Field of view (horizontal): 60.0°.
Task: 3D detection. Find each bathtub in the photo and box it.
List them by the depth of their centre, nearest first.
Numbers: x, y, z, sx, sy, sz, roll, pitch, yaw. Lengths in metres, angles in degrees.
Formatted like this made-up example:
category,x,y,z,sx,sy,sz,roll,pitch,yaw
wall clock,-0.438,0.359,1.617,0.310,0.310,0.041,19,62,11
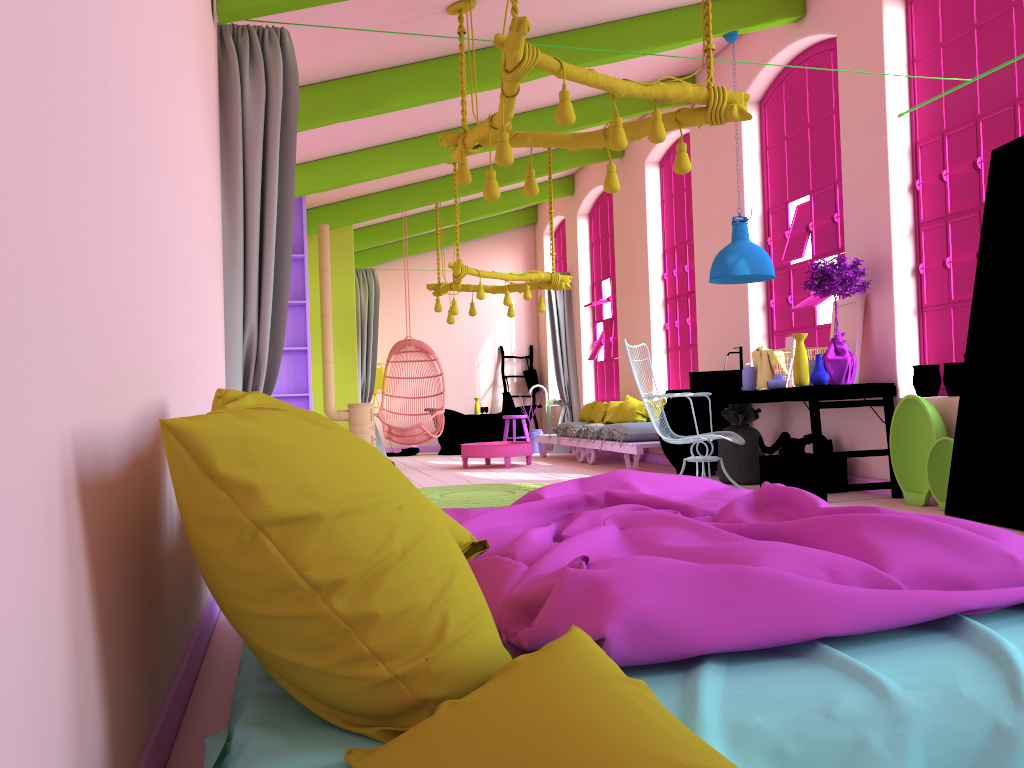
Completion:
category,x,y,z,sx,sy,sz,roll,pitch,yaw
bathtub,-0.435,0.720,14.029,1.889,0.740,0.826,-2,-1,-14

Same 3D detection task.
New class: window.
category,x,y,z,sx,sy,sz,roll,pitch,yaw
window,3.035,-1.435,5.770,0.072,3.047,1.275,-2,-1,-14
window,2.575,-1.369,7.632,0.492,3.003,1.497,-2,-1,-14
window,1.972,-1.303,10.018,0.072,3.047,1.275,-2,-1,-14
window,1.378,-1.220,12.398,0.551,3.009,1.514,-2,-1,-14
window,0.913,-1.172,14.249,0.072,3.047,1.275,-2,-1,-14

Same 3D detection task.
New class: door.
category,x,y,z,sx,sy,sz,roll,pitch,yaw
door,2.826,-0.330,4.789,0.450,2.210,1.153,-2,-1,-4

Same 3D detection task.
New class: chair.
category,x,y,z,sx,sy,sz,roll,pitch,yaw
chair,1.412,0.254,7.001,0.925,1.238,1.078,-2,-1,21
chair,-1.288,-0.805,10.951,0.860,3.129,0.806,-2,-1,6
chair,0.034,0.756,13.005,0.446,0.593,0.472,-3,-1,45

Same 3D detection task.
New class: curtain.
category,x,y,z,sx,sy,sz,roll,pitch,yaw
curtain,-1.268,-0.490,4.415,0.518,2.785,0.525,-2,-1,-33
curtain,-2.066,-0.292,12.562,0.518,2.785,0.525,-2,-1,-33
curtain,0.787,-0.321,13.268,0.518,2.785,0.525,-2,-1,5

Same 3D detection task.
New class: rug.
category,x,y,z,sx,sy,sz,roll,pitch,yaw
rug,-0.275,0.906,7.037,1.888,0.050,1.889,-1,-1,-27

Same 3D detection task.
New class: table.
category,x,y,z,sx,sy,sz,roll,pitch,yaw
table,2.153,0.437,7.221,0.655,0.820,2.193,-2,-1,-14
table,-0.182,0.867,10.831,0.885,0.285,0.885,-2,-1,12

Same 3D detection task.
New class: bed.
category,x,y,z,sx,sy,sz,roll,pitch,yaw
bed,0.612,0.546,2.571,2.802,0.514,3.577,-2,-1,-14

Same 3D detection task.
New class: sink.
category,x,y,z,sx,sy,sz,roll,pitch,yaw
sink,1.813,-0.029,7.814,0.340,0.194,0.609,-2,-1,-14

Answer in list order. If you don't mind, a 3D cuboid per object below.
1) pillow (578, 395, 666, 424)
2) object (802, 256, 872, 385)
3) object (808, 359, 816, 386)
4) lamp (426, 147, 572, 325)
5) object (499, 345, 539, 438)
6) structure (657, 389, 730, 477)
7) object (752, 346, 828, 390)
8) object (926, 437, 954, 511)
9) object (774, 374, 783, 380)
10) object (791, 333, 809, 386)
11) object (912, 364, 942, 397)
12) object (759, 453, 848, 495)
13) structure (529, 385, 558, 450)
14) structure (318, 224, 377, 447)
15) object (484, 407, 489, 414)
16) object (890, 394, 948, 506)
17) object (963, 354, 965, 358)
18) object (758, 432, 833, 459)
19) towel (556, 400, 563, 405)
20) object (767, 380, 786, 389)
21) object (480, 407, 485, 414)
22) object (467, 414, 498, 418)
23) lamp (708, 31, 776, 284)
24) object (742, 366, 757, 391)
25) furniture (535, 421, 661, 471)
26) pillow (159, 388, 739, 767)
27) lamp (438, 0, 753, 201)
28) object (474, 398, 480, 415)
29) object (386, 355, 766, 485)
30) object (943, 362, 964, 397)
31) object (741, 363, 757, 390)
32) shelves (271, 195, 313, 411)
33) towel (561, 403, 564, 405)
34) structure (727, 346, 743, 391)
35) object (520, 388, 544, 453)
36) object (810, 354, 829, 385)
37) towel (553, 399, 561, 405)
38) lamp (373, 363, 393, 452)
category,x,y,z,sx,sy,sz,roll,pitch,yaw
pillow,1.268,0.344,10.993,0.578,0.399,1.998,-2,-1,-14
object,2.365,-0.463,6.474,0.503,0.950,0.441,-3,-1,36
object,2.236,-0.081,6.562,0.109,0.197,0.109,-2,-1,23
lamp,-0.409,-1.854,10.789,1.610,2.264,1.776,-1,-1,-32
object,0.138,0.218,14.937,0.603,1.764,0.410,-2,-1,-14
structure,1.787,0.472,8.686,0.718,0.844,0.718,-3,-1,43
object,2.213,-0.138,7.221,0.444,0.369,0.633,-2,-1,-14
object,2.746,0.557,5.515,0.137,0.462,0.284,-2,-1,-29
object,2.101,-0.018,6.985,0.065,0.118,0.065,-3,-1,35
object,2.102,-0.175,6.458,0.116,0.383,0.116,-1,-1,-40
object,2.869,-0.021,6.133,0.182,0.222,0.182,-1,-1,-37
object,2.263,0.698,6.912,0.446,0.277,0.522,-2,-1,-14
structure,0.534,0.537,14.255,0.452,1.061,0.254,-2,-1,29
structure,-1.815,-0.359,9.945,0.577,2.814,0.403,-2,-1,3
object,-0.403,0.447,14.009,0.069,0.170,0.069,-2,-1,5
object,2.733,0.431,5.853,0.218,0.733,0.451,-2,-1,-14
object,2.995,-0.061,5.643,0.223,0.272,0.223,-2,-1,-27
object,2.256,0.608,7.061,0.300,0.448,0.672,-1,-1,-38
towel,0.851,0.281,14.193,0.247,0.102,0.262,-2,-1,-23
object,2.059,0.006,6.905,0.137,0.076,0.076,-2,-1,6
object,-0.460,0.445,13.827,0.069,0.170,0.069,-2,-1,5
object,-0.474,0.510,14.024,0.360,0.068,1.324,-2,-1,-14
lamp,1.817,-1.838,7.149,0.529,2.002,0.529,-2,-1,18
object,1.964,-0.044,7.341,0.109,0.197,0.109,-2,-1,-22
furniture,1.137,0.710,10.868,0.907,0.507,3.777,-2,-1,-14
pillow,-0.387,0.406,2.058,0.848,0.822,2.618,-2,-1,-24
lamp,0.210,-2.196,5.236,1.610,2.264,1.776,-1,-1,-32
object,-0.548,0.378,13.976,0.097,0.321,0.097,-2,-1,-3
object,-0.027,0.221,11.066,2.826,1.580,7.867,-2,-1,-13
object,2.942,-0.030,5.845,0.182,0.222,0.182,-1,-1,-32
object,2.071,-0.066,7.639,0.165,0.250,0.411,-2,-1,21
shelves,-2.971,-0.474,8.895,1.841,3.104,0.384,-2,-1,-14
towel,0.915,0.273,13.931,0.262,0.102,0.247,-2,-1,-18
structure,1.984,-0.132,7.885,0.166,0.396,0.087,-2,-1,-5
object,0.332,0.554,13.436,0.451,0.987,0.277,-2,-1,30
object,2.172,-0.101,6.270,0.132,0.219,0.132,-2,-1,3
towel,0.786,0.289,14.452,0.262,0.102,0.247,-2,-1,-13
lamp,-2.214,0.406,14.237,0.491,1.466,0.476,-2,-1,16
